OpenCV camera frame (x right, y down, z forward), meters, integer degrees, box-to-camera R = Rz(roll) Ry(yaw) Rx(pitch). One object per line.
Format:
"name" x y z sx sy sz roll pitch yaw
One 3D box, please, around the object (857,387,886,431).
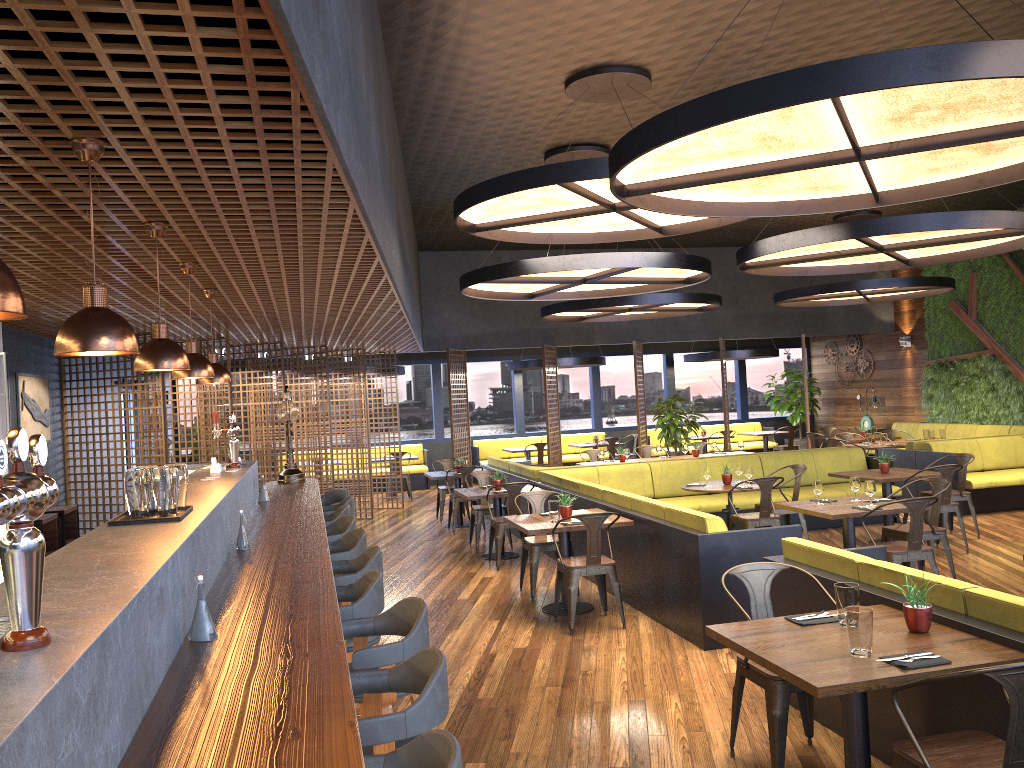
"object" 7.441 0.871 18.322 0.459 1.615 0.848 -3 -1 -13

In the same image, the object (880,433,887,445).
"object" 5.741 0.853 13.687 0.102 0.178 0.102 -3 -1 22

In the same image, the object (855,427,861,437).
"object" 6.199 0.858 15.897 0.102 0.178 0.102 -3 -1 22

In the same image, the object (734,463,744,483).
"object" 2.463 0.963 9.618 0.097 0.206 0.097 -3 -1 25

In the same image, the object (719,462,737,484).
"object" 2.285 0.935 9.472 0.238 0.271 0.260 -3 -1 8

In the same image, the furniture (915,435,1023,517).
"furniture" 7.629 1.104 10.194 3.372 0.914 4.503 -3 -1 -13

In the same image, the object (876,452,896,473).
"object" 4.102 0.842 9.753 0.260 0.271 0.238 -3 -1 22

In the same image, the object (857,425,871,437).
"object" 6.212 0.808 15.702 0.238 0.271 0.260 -3 -1 8

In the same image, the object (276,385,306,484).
"object" -2.166 0.485 8.638 0.263 0.944 0.566 -3 -1 -21

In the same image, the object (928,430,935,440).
"object" 6.568 0.812 13.881 0.102 0.178 0.102 -3 -1 22

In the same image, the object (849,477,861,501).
"object" 2.977 0.910 7.690 0.097 0.206 0.097 -3 -1 -13

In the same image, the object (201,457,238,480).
"object" -1.947 0.557 5.942 0.200 0.106 0.766 -3 -1 -13

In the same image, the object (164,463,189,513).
"object" -1.455 0.452 3.842 0.105 0.209 0.105 -3 -1 22

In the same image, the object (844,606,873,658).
"object" 1.335 0.952 3.404 0.102 0.178 0.102 -3 -1 22

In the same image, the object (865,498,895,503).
"object" 3.123 0.995 7.586 0.255 0.019 0.157 -3 -1 -13

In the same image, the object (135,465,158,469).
"object" -1.565 0.458 3.809 0.105 0.209 0.105 -3 -1 22

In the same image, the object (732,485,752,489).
"object" 2.355 1.056 9.104 0.157 0.019 0.255 -3 -1 -6

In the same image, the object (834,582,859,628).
"object" 1.444 0.952 3.814 0.102 0.178 0.102 -3 -1 -28

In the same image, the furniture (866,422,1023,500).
"furniture" 6.581 1.218 14.709 3.378 0.916 4.755 -3 -1 -13

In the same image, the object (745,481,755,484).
"object" 2.604 1.048 9.509 0.255 0.019 0.157 -3 -1 -11

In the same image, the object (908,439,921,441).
"object" 6.499 0.902 14.337 0.157 0.019 0.255 -3 -1 -14

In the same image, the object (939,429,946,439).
"object" 6.818 0.801 14.027 0.102 0.178 0.102 -3 -1 -28

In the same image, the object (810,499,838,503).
"object" 2.736 1.018 7.755 0.157 0.019 0.255 -3 -1 -13

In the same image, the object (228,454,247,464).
"object" -2.176 0.591 7.017 0.091 0.091 0.177 -2 -1 -38

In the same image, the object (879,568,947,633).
"object" 1.688 0.891 3.694 0.238 0.271 0.260 -3 -1 -8

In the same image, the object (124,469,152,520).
"object" -1.510 0.452 3.587 0.105 0.209 0.105 -3 -1 22

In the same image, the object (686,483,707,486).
"object" 2.003 1.080 9.528 0.255 0.019 0.157 -3 -1 19

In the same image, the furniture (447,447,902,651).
"furniture" 2.495 1.379 10.372 4.895 0.914 7.462 -3 -1 -18

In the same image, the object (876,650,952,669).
"object" 1.481 1.023 3.302 0.255 0.019 0.157 -3 -1 -14

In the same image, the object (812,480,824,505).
"object" 2.628 0.928 7.616 0.097 0.206 0.097 -3 -1 -21

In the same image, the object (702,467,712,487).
"object" 2.063 0.981 9.368 0.097 0.206 0.097 -3 -1 28

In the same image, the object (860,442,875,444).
"object" 5.683 0.942 14.146 0.157 0.019 0.255 -3 -1 -14

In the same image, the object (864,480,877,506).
"object" 2.970 0.906 7.348 0.097 0.206 0.097 -3 -1 -21

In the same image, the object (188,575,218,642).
"object" -1.005 0.719 2.855 0.114 0.203 0.069 -4 -1 37

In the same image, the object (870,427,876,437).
"object" 6.391 0.845 15.679 0.102 0.178 0.102 -3 -1 22

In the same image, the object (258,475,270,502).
"object" -1.972 0.825 7.006 0.114 0.203 0.069 -3 -1 21

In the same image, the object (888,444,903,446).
"object" 5.831 0.927 13.544 0.255 0.019 0.157 -3 -1 -14

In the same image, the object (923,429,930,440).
"object" 6.660 0.812 14.251 0.102 0.178 0.102 -3 -1 -28

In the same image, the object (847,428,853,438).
"object" 6.018 0.866 15.775 0.102 0.178 0.102 -3 -1 -28

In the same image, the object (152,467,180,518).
"object" -1.403 0.446 3.600 0.105 0.209 0.105 -3 -1 22

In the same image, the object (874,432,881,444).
"object" 5.791 0.856 14.048 0.102 0.178 0.102 -3 -1 -28

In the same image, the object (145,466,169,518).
"object" -1.477 0.452 3.706 0.105 0.209 0.105 -3 -1 22

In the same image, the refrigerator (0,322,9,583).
"refrigerator" -3.892 0.536 6.145 0.454 2.109 1.159 -3 -1 -13

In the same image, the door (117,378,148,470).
"door" -5.836 1.121 13.798 0.052 2.386 2.441 -3 -1 -13

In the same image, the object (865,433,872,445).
"object" 5.566 0.865 13.841 0.102 0.178 0.102 -3 -1 -28

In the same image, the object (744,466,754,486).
"object" 2.468 0.958 9.234 0.097 0.206 0.097 -3 -1 12

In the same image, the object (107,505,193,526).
"object" -1.500 0.548 3.703 0.273 0.019 0.437 -3 -1 -13

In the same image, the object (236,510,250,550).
"object" -1.421 0.765 4.663 0.069 0.203 0.114 -3 -1 -24

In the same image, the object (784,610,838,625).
"object" 1.362 1.038 3.956 0.255 0.019 0.157 -3 -1 -14
